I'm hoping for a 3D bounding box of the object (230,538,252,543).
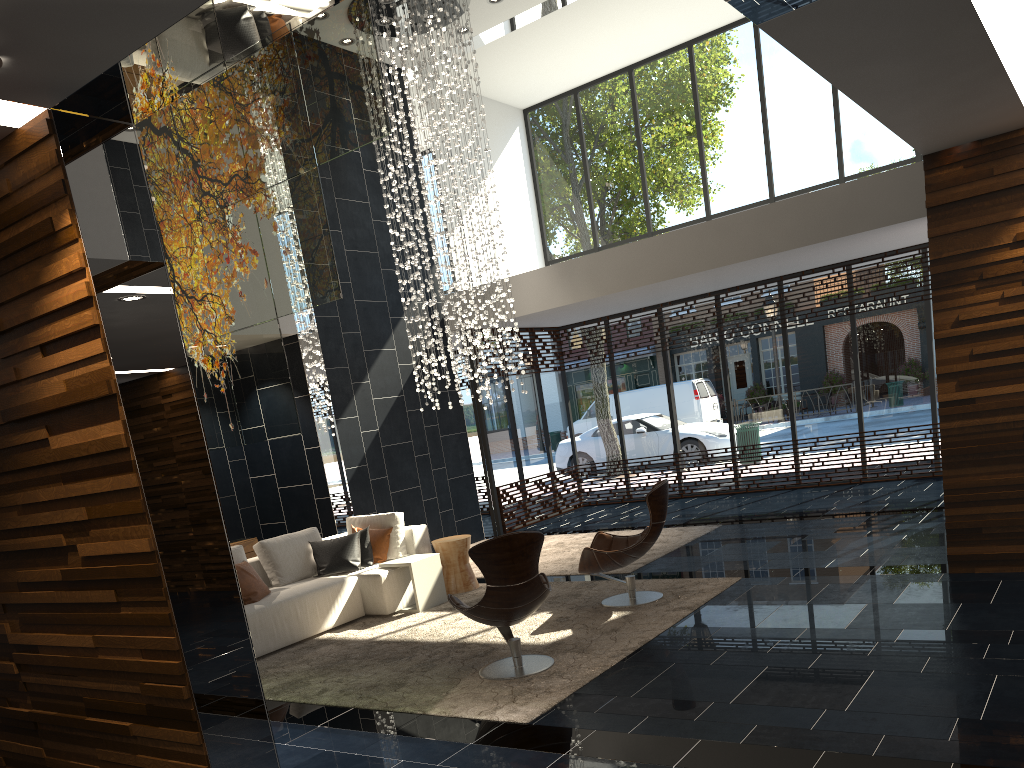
[{"bbox_3d":[-3.118,1.721,9.246,0.690,0.027,0.243,-7,-3,-43],"label":"object"}]

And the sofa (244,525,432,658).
[{"bbox_3d":[-1.903,1.873,7.705,1.305,0.700,2.760,-9,-1,36],"label":"sofa"}]

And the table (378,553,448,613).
[{"bbox_3d":[-0.910,1.837,7.960,0.403,0.479,0.386,-5,7,35],"label":"table"}]

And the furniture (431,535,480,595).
[{"bbox_3d":[-0.552,1.770,8.461,0.387,0.536,0.387,-11,7,-19],"label":"furniture"}]

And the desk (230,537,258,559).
[{"bbox_3d":[-3.513,2.151,8.732,1.000,0.768,2.172,-7,1,36],"label":"desk"}]

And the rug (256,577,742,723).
[{"bbox_3d":[-1.409,2.144,7.530,5.970,0.006,3.112,-11,-3,35],"label":"rug"}]

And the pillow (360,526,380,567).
[{"bbox_3d":[-1.534,1.585,8.192,0.555,0.428,0.246,-9,7,4],"label":"pillow"}]

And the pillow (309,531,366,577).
[{"bbox_3d":[-1.629,1.597,8.044,0.504,0.376,0.291,-9,6,-5],"label":"pillow"}]

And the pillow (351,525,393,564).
[{"bbox_3d":[-1.390,1.552,8.321,0.525,0.425,0.258,-7,7,31],"label":"pillow"}]

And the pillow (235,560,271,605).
[{"bbox_3d":[-2.239,1.652,7.288,0.269,0.423,0.506,-8,3,6],"label":"pillow"}]

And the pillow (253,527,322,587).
[{"bbox_3d":[-2.021,1.607,8.054,0.292,0.448,0.696,-4,5,37],"label":"pillow"}]

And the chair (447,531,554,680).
[{"bbox_3d":[0.004,1.355,5.482,0.662,0.956,0.783,-12,7,-27],"label":"chair"}]

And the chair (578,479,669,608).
[{"bbox_3d":[0.893,1.262,6.861,0.790,0.957,0.654,-9,7,3],"label":"chair"}]

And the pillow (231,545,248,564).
[{"bbox_3d":[-2.531,1.656,7.346,0.249,0.464,0.696,-3,5,35],"label":"pillow"}]

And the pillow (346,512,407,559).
[{"bbox_3d":[-1.343,1.508,8.506,0.719,0.471,0.210,-8,8,36],"label":"pillow"}]

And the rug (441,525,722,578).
[{"bbox_3d":[0.360,1.945,9.918,3.456,0.006,2.262,-11,-3,35],"label":"rug"}]

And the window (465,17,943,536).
[{"bbox_3d":[2.484,-1.439,10.625,6.205,6.192,2.259,-6,9,35],"label":"window"}]
